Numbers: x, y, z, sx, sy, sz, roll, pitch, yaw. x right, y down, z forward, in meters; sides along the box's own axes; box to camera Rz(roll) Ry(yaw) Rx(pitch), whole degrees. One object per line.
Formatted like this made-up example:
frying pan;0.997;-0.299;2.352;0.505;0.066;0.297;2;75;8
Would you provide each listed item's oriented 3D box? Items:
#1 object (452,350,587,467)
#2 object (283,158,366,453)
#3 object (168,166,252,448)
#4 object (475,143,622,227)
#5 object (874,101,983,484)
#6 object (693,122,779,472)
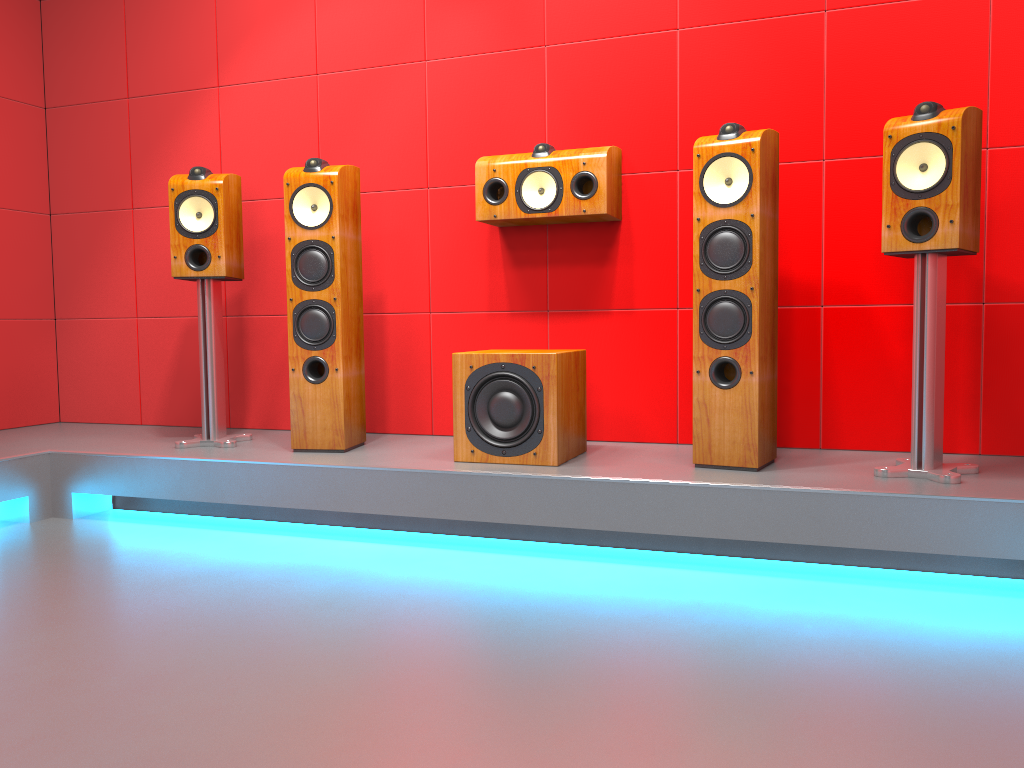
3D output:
object;0.032;0.069;3.014;0.360;0.360;0.360;1;4;20
object;-0.684;-0.286;3.255;0.203;1.052;0.238;0;4;10
object;-1.169;-0.295;3.433;0.231;1.058;0.265;-1;4;0
object;0.135;-0.738;3.264;0.493;0.271;0.235;1;4;20
object;1.207;-0.264;2.559;0.231;1.058;0.265;3;5;40
object;0.699;-0.270;2.770;0.203;1.052;0.238;2;5;30
